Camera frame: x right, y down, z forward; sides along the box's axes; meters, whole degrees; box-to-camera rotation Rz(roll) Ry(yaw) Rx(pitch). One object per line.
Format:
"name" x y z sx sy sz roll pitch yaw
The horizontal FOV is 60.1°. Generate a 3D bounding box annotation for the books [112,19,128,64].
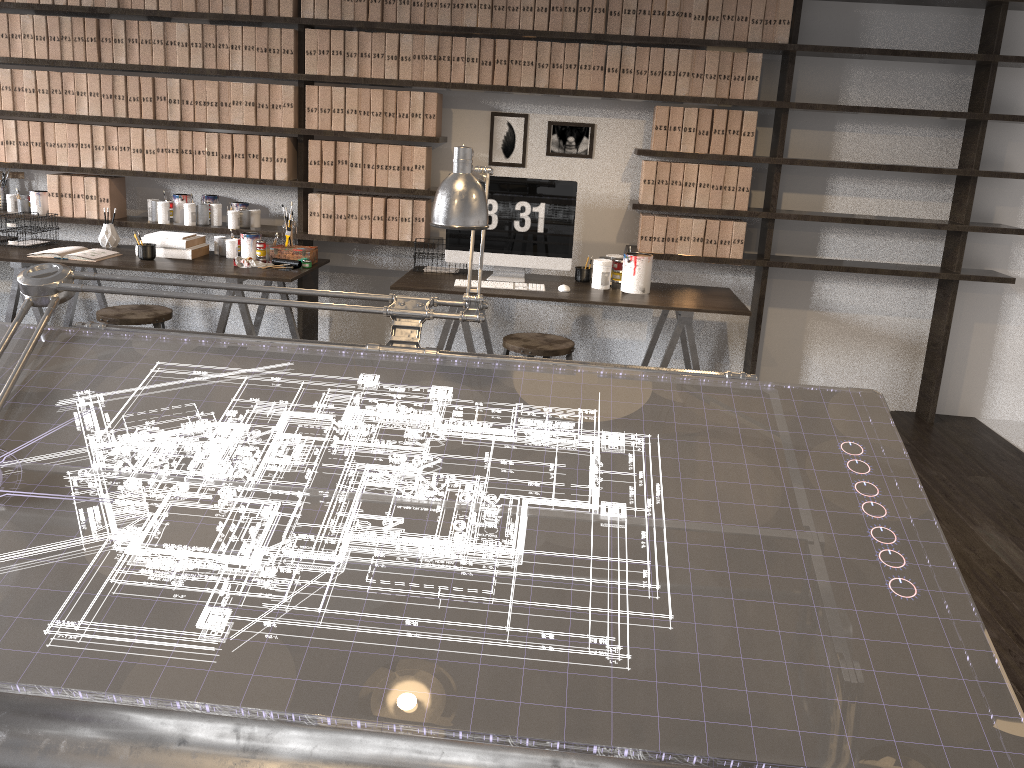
"books" -2.031 -1.796 4.677 0.067 0.223 0.176 4 15 4

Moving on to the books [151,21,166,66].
"books" -1.823 -1.779 4.662 0.067 0.223 0.177 4 15 4

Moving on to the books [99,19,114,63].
"books" -2.101 -1.803 4.686 0.067 0.223 0.177 4 15 4

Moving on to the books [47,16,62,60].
"books" -2.378 -1.823 4.698 0.067 0.223 0.177 4 15 4

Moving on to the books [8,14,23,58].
"books" -2.591 -1.842 4.719 0.067 0.223 0.176 4 15 4

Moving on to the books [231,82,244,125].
"books" -1.426 -1.481 4.702 0.067 0.223 0.177 4 15 4

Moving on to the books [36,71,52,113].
"books" -2.474 -1.564 4.769 0.067 0.223 0.177 4 15 4

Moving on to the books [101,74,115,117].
"books" -2.121 -1.535 4.744 0.067 0.223 0.177 4 15 3

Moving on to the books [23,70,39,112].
"books" -2.545 -1.570 4.775 0.067 0.223 0.177 4 15 3

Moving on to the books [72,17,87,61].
"books" -2.249 -1.815 4.696 0.067 0.223 0.177 4 15 4

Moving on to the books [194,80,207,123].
"books" -1.622 -1.497 4.718 0.067 0.223 0.177 4 15 4

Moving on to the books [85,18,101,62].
"books" -2.176 -1.807 4.686 0.067 0.223 0.177 4 15 3

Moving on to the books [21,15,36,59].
"books" -2.522 -1.835 4.710 0.067 0.223 0.176 4 15 3

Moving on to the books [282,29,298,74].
"books" -1.142 -1.726 4.622 0.067 0.223 0.177 4 15 4

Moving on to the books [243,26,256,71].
"books" -1.341 -1.740 4.630 0.067 0.223 0.177 4 15 4

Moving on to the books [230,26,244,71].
"books" -1.413 -1.747 4.638 0.067 0.223 0.176 4 15 4

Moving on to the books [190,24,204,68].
"books" -1.622 -1.763 4.650 0.067 0.223 0.177 4 15 4

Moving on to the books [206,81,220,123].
"books" -1.555 -1.490 4.708 0.067 0.223 0.177 4 15 3

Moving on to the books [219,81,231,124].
"books" -1.488 -1.486 4.708 0.067 0.223 0.177 4 15 4

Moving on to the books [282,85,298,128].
"books" -1.156 -1.459 4.681 0.067 0.223 0.177 4 15 4

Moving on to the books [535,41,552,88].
"books" 0.163 -1.627 4.533 0.067 0.223 0.176 4 15 3

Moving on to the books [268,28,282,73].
"books" -1.212 -1.731 4.626 0.067 0.223 0.177 4 15 4

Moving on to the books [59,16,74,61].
"books" -2.315 -1.819 4.698 0.067 0.223 0.177 4 15 3

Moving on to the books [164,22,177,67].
"books" -1.756 -1.775 4.662 0.067 0.223 0.177 4 15 3

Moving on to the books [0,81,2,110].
"books" -2.741 -1.587 4.791 0.067 0.223 0.177 4 15 3

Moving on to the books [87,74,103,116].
"books" -2.193 -1.541 4.749 0.067 0.223 0.177 4 15 4

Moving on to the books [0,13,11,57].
"books" -2.661 -1.847 4.721 0.067 0.223 0.177 4 15 4

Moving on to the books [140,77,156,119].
"books" -1.909 -1.519 4.732 0.067 0.223 0.177 4 15 4

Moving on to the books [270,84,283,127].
"books" -1.220 -1.466 4.692 0.067 0.223 0.176 4 15 4

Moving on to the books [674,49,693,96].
"books" 0.864 -1.571 4.488 0.067 0.223 0.177 4 15 3

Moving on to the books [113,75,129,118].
"books" -2.058 -1.532 4.744 0.067 0.223 0.177 4 15 4

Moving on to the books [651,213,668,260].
"books" 0.773 -0.779 4.680 0.067 0.223 0.177 4 15 3

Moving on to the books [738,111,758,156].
"books" 1.196 -1.278 4.530 0.067 0.223 0.177 4 15 4

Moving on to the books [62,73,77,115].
"books" -2.334 -1.554 4.765 0.067 0.223 0.176 4 15 3

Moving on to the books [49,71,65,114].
"books" -2.403 -1.559 4.768 0.067 0.223 0.177 4 15 3

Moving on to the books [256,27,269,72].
"books" -1.275 -1.735 4.625 0.067 0.223 0.177 4 15 3

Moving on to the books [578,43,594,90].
"books" 0.376 -1.611 4.520 0.067 0.223 0.177 4 15 4

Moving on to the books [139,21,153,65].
"books" -1.889 -1.786 4.672 0.067 0.223 0.177 4 15 3

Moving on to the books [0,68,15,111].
"books" -2.675 -1.580 4.781 0.067 0.223 0.177 4 15 4

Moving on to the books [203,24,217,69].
"books" -1.551 -1.759 4.649 0.067 0.223 0.177 4 15 3

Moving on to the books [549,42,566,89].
"books" 0.233 -1.623 4.533 0.067 0.223 0.176 4 15 4

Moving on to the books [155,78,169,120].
"books" -1.834 -1.514 4.732 0.067 0.223 0.177 4 15 3

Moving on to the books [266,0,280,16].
"books" -1.207 -1.996 4.565 0.067 0.223 0.177 4 15 3

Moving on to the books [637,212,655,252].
"books" 0.706 -0.786 4.690 0.067 0.223 0.177 4 15 4

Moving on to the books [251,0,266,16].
"books" -1.282 -2.001 4.564 0.067 0.223 0.177 4 15 4

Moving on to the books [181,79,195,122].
"books" -1.692 -1.503 4.722 0.067 0.223 0.176 4 15 4

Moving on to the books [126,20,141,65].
"books" -1.960 -1.791 4.676 0.067 0.223 0.176 4 15 3

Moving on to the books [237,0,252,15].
"books" -1.356 -2.008 4.575 0.067 0.223 0.177 4 15 3

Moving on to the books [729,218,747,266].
"books" 1.172 -0.747 4.654 0.067 0.223 0.177 4 15 4

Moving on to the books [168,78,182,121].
"books" -1.763 -1.507 4.723 0.067 0.223 0.176 4 15 3

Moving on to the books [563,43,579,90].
"books" 0.302 -1.617 4.526 0.067 0.223 0.177 4 15 4

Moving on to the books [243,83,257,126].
"books" -1.360 -1.475 4.696 0.067 0.223 0.177 4 15 3

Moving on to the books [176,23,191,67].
"books" -1.693 -1.769 4.656 0.067 0.223 0.177 4 15 3

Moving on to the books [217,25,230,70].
"books" -1.482 -1.754 4.646 0.067 0.223 0.176 4 15 3

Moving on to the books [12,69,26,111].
"books" -2.608 -1.576 4.781 0.067 0.223 0.177 4 15 3

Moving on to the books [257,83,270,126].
"books" -1.290 -1.471 4.695 0.067 0.223 0.177 4 15 4

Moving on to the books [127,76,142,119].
"books" -1.982 -1.526 4.742 0.067 0.223 0.177 4 15 3

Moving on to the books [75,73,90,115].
"books" -2.265 -1.548 4.757 0.067 0.223 0.176 4 15 4

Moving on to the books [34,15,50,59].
"books" -2.450 -1.829 4.702 0.067 0.223 0.177 4 15 3
